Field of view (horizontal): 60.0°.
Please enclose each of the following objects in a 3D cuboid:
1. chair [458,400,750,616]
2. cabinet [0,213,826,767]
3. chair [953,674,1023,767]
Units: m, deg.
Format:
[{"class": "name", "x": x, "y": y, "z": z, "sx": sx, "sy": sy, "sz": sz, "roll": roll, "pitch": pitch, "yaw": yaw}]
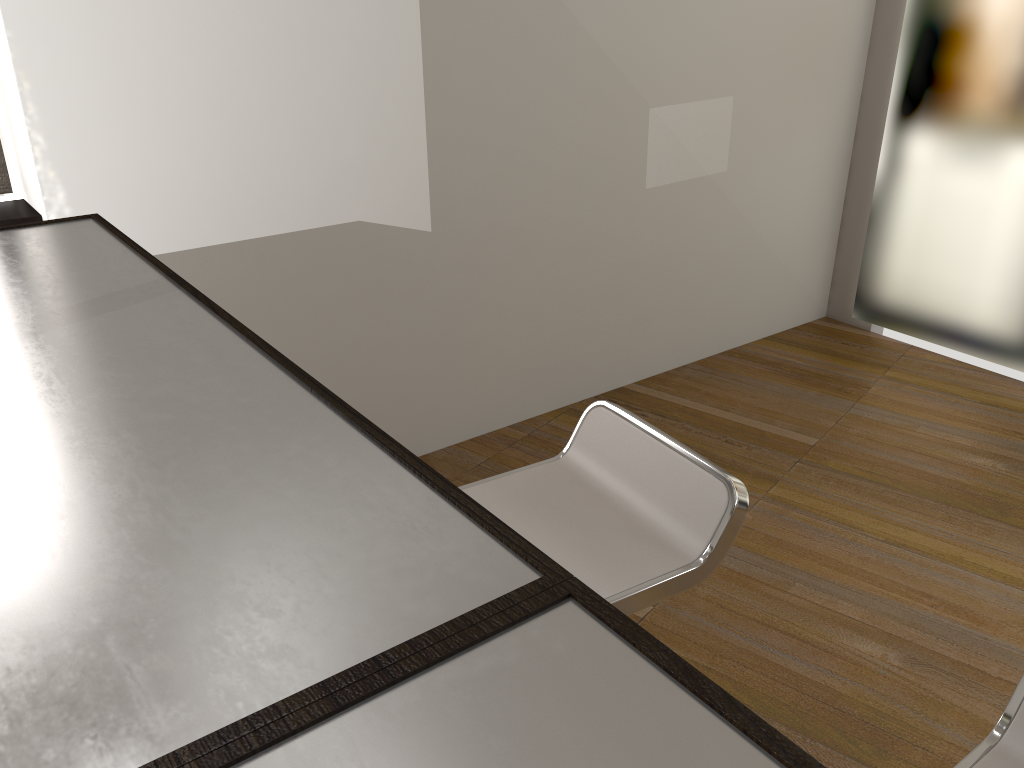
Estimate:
[{"class": "chair", "x": 0.088, "y": 0.517, "z": 1.603, "sx": 0.460, "sy": 0.857, "sz": 0.418, "roll": -14, "pitch": 29, "yaw": -28}, {"class": "cabinet", "x": -0.214, "y": 0.752, "z": 0.767, "sx": 0.663, "sy": 1.134, "sz": 2.947, "roll": -17, "pitch": 30, "yaw": -33}, {"class": "chair", "x": 0.596, "y": 0.803, "z": 0.989, "sx": 0.460, "sy": 0.857, "sz": 0.418, "roll": -17, "pitch": 30, "yaw": -33}]
